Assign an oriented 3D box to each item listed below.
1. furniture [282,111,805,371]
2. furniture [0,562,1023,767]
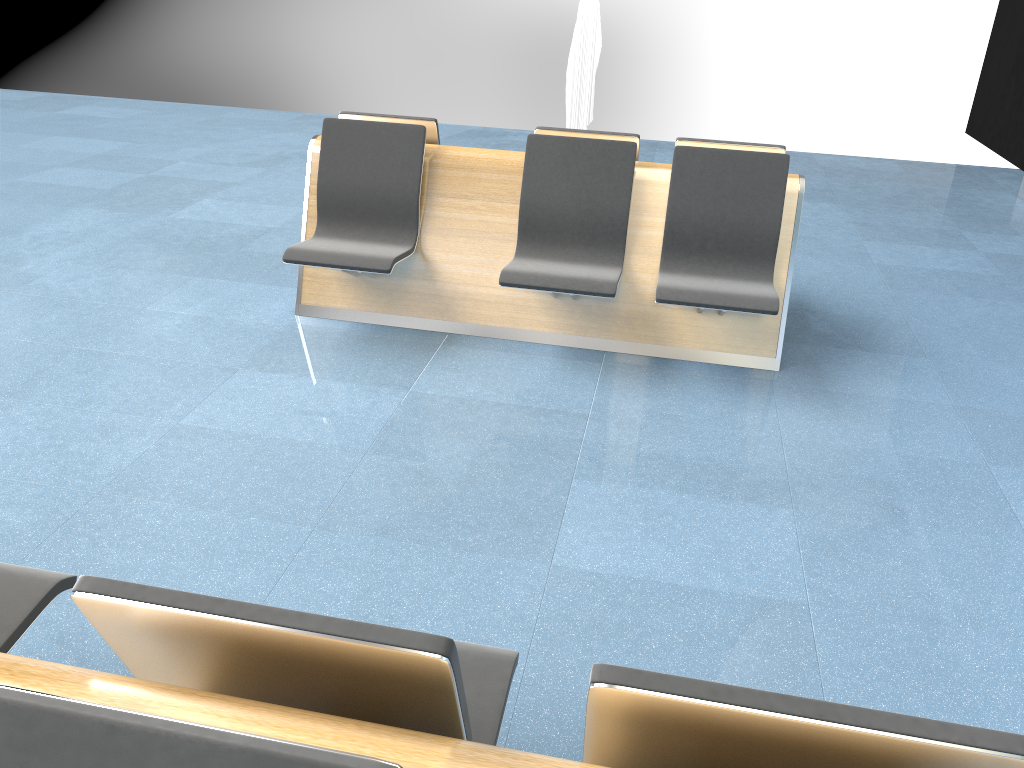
[{"bbox_3d":[0.157,-0.752,4.240,2.281,0.896,1.301,7,26,9],"label":"furniture"},{"bbox_3d":[-0.500,0.694,1.210,2.281,0.896,1.301,7,26,9],"label":"furniture"}]
